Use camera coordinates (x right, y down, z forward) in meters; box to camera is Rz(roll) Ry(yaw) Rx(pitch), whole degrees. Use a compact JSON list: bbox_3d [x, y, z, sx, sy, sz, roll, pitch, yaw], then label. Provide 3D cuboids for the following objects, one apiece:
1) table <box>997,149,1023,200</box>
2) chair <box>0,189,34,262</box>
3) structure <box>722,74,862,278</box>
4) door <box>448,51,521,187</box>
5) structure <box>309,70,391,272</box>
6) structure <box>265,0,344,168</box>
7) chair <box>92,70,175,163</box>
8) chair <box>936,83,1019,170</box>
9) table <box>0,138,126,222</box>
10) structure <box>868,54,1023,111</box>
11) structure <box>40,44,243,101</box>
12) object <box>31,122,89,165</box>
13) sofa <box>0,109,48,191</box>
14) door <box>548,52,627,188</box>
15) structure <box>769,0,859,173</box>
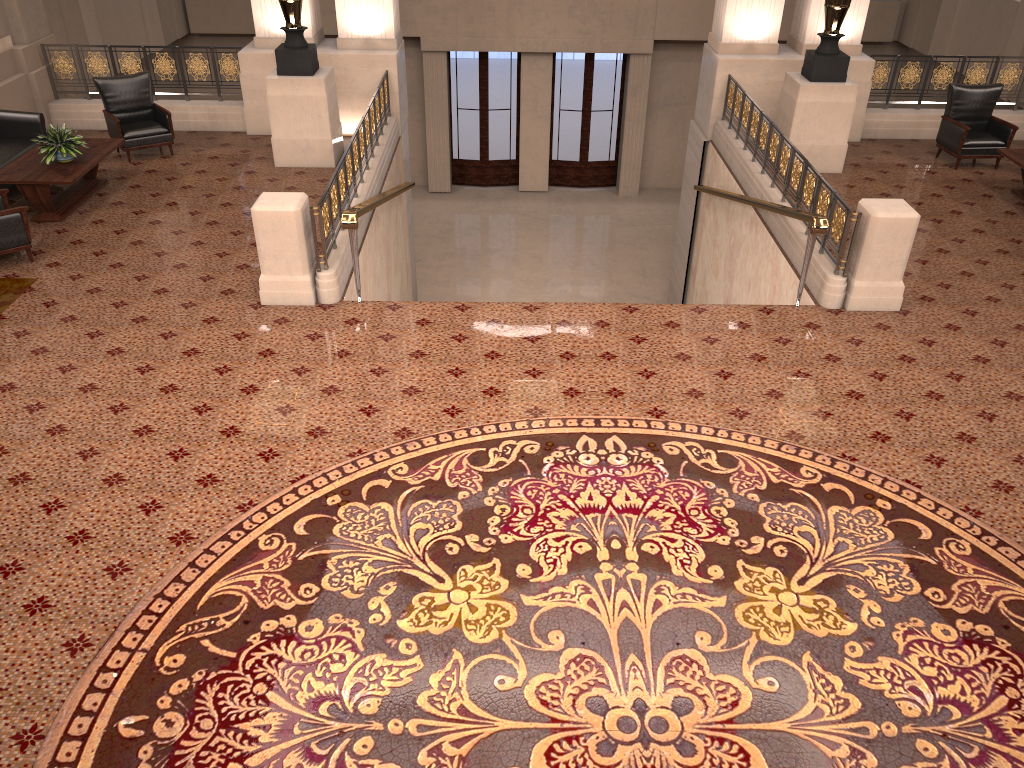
[{"bbox_3d":[5.752,-2.031,9.237,0.838,0.461,1.397,0,32,-1],"label":"table"},{"bbox_3d":[-4.692,-1.490,7.739,0.701,0.891,0.627,-24,41,-33],"label":"chair"},{"bbox_3d":[2.694,-2.356,9.088,0.079,0.568,4.675,0,32,-1],"label":"structure"},{"bbox_3d":[-0.572,-5.437,18.069,1.491,2.875,0.147,0,34,0],"label":"door"},{"bbox_3d":[-1.539,-2.393,9.049,0.079,0.568,4.675,1,32,0],"label":"structure"},{"bbox_3d":[-2.397,-3.917,9.721,0.700,2.943,0.663,0,34,0],"label":"structure"},{"bbox_3d":[-4.419,-3.145,10.374,0.636,0.891,0.692,-21,39,-29],"label":"chair"},{"bbox_3d":[5.515,-3.058,10.467,0.647,0.891,0.679,-2,34,-5],"label":"chair"},{"bbox_3d":[-4.637,-2.123,9.142,0.838,0.461,1.397,0,32,-1],"label":"table"},{"bbox_3d":[5.776,-3.883,11.370,2.534,0.691,0.030,0,34,-1],"label":"structure"},{"bbox_3d":[-4.667,-3.976,11.275,2.534,0.691,0.030,1,34,0],"label":"structure"},{"bbox_3d":[-4.531,-2.419,8.808,0.494,0.397,0.505,20,37,26],"label":"object"},{"bbox_3d":[-5.554,-2.249,9.057,0.875,0.747,1.820,0,33,0],"label":"sofa"},{"bbox_3d":[1.516,-5.418,18.088,1.491,2.875,0.147,0,34,0],"label":"door"},{"bbox_3d":[3.532,-3.864,9.775,0.700,2.943,0.663,0,34,0],"label":"structure"}]
